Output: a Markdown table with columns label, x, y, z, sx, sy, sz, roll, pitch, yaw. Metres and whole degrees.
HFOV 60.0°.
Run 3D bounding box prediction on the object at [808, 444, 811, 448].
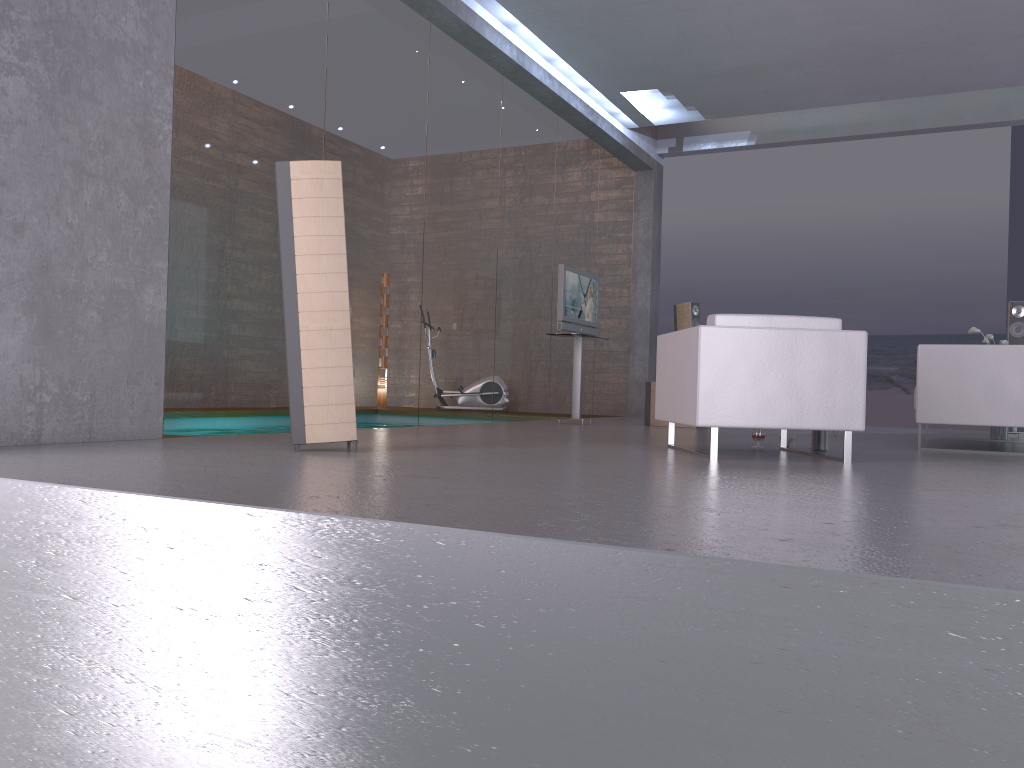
| label | x | y | z | sx | sy | sz | roll | pitch | yaw |
| --- | --- | --- | --- | --- | --- | --- | --- | --- | --- |
| object | 2.056 | 0.395 | 5.982 | 0.079 | 0.087 | 0.235 | 2 | 0 | 4 |

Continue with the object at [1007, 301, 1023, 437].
| label | x | y | z | sx | sy | sz | roll | pitch | yaw |
| --- | --- | --- | --- | --- | --- | --- | --- | --- | --- |
| object | 5.103 | -0.141 | 8.960 | 0.243 | 1.363 | 0.333 | 2 | 0 | 32 |

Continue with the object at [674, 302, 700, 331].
| label | x | y | z | sx | sy | sz | roll | pitch | yaw |
| --- | --- | --- | --- | --- | --- | --- | --- | --- | --- |
| object | 2.171 | -0.271 | 10.983 | 0.244 | 1.469 | 0.444 | 2 | 0 | -39 |

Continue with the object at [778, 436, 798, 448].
| label | x | y | z | sx | sy | sz | roll | pitch | yaw |
| --- | --- | --- | --- | --- | --- | --- | --- | --- | --- |
| object | 1.884 | 0.391 | 6.076 | 0.079 | 0.087 | 0.235 | 2 | 0 | -7 |

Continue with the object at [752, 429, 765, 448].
| label | x | y | z | sx | sy | sz | roll | pitch | yaw |
| --- | --- | --- | --- | --- | --- | --- | --- | --- | --- |
| object | 1.664 | 0.312 | 5.981 | 0.091 | 0.233 | 0.091 | 2 | 0 | -36 |

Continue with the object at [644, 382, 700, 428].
| label | x | y | z | sx | sy | sz | roll | pitch | yaw |
| --- | --- | --- | --- | --- | --- | --- | --- | --- | --- |
| object | 1.727 | 0.214 | 9.323 | 0.604 | 0.459 | 0.514 | 2 | 0 | 26 |

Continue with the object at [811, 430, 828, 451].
| label | x | y | z | sx | sy | sz | roll | pitch | yaw |
| --- | --- | --- | --- | --- | --- | --- | --- | --- | --- |
| object | 2.007 | 0.218 | 5.772 | 0.109 | 0.435 | 0.109 | 2 | 0 | -37 |

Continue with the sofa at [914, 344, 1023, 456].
| label | x | y | z | sx | sy | sz | roll | pitch | yaw |
| --- | --- | --- | --- | --- | --- | --- | --- | --- | --- |
| sofa | 3.764 | 0.083 | 6.990 | 1.026 | 0.824 | 2.353 | 2 | 0 | 26 |

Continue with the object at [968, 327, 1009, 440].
| label | x | y | z | sx | sy | sz | roll | pitch | yaw |
| --- | --- | --- | --- | --- | --- | --- | --- | --- | --- |
| object | 4.520 | -0.005 | 8.256 | 0.400 | 1.051 | 0.387 | 2 | 0 | -26 |

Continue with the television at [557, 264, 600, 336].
| label | x | y | z | sx | sy | sz | roll | pitch | yaw |
| --- | --- | --- | --- | --- | --- | --- | --- | --- | --- |
| television | 0.696 | -0.847 | 9.156 | 0.054 | 0.644 | 1.000 | 2 | 0 | 26 |

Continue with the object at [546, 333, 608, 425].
| label | x | y | z | sx | sy | sz | roll | pitch | yaw |
| --- | --- | --- | --- | --- | --- | --- | --- | --- | --- |
| object | 0.673 | -0.068 | 9.156 | 0.360 | 0.958 | 0.818 | 2 | 0 | 26 |

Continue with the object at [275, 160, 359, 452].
| label | x | y | z | sx | sy | sz | roll | pitch | yaw |
| --- | --- | --- | --- | --- | --- | --- | --- | --- | --- |
| object | -1.002 | -0.397 | 4.531 | 0.444 | 1.473 | 0.244 | 2 | 0 | -19 |

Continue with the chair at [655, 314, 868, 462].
| label | x | y | z | sx | sy | sz | roll | pitch | yaw |
| --- | --- | --- | --- | --- | --- | --- | --- | --- | --- |
| chair | 1.429 | 0.016 | 5.298 | 0.936 | 0.808 | 1.026 | 2 | 0 | -4 |
